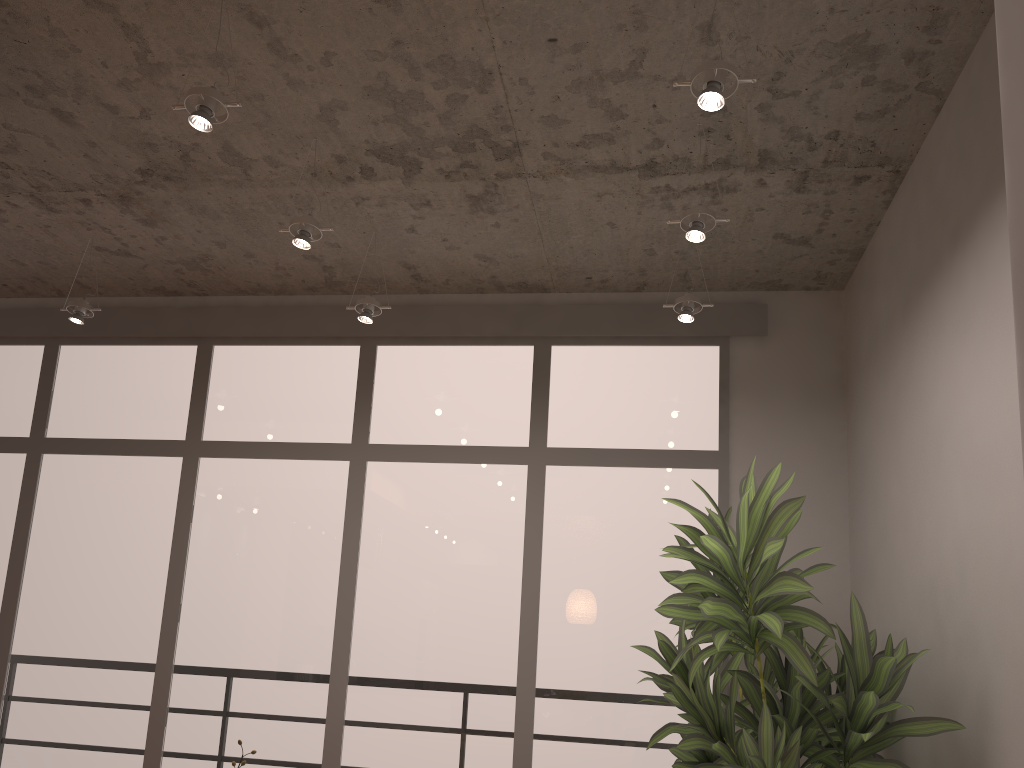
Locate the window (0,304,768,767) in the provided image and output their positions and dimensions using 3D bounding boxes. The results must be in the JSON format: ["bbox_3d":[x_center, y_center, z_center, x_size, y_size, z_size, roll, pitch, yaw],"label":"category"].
[{"bbox_3d":[-2.926,1.115,5.181,8.567,3.217,0.063,1,-12,9],"label":"window"}]

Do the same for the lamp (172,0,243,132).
[{"bbox_3d":[-0.934,-1.021,2.763,0.199,0.473,0.136,8,-13,-23],"label":"lamp"}]

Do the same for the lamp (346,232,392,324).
[{"bbox_3d":[-0.692,-0.534,4.349,0.199,0.473,0.136,8,-13,-23],"label":"lamp"}]

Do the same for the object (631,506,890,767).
[{"bbox_3d":[1.096,1.535,3.716,1.086,2.063,0.981,-3,-14,27],"label":"object"}]

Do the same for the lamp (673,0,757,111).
[{"bbox_3d":[0.578,-1.009,2.514,0.199,0.473,0.136,8,-13,-23],"label":"lamp"}]

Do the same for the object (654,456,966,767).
[{"bbox_3d":[1.010,1.334,3.060,0.970,2.063,1.098,-2,-14,22],"label":"object"}]

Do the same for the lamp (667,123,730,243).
[{"bbox_3d":[0.699,-0.766,3.307,0.199,0.473,0.136,8,-13,-23],"label":"lamp"}]

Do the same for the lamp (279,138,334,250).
[{"bbox_3d":[-0.813,-0.777,3.556,0.199,0.473,0.136,8,-13,-23],"label":"lamp"}]

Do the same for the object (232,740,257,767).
[{"bbox_3d":[-0.606,1.101,1.931,0.298,0.578,0.378,2,-13,4],"label":"object"}]

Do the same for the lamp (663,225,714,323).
[{"bbox_3d":[0.820,-0.522,4.100,0.199,0.473,0.136,8,-13,-23],"label":"lamp"}]

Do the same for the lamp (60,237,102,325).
[{"bbox_3d":[-2.223,-0.545,4.601,0.199,0.473,0.136,8,-13,-23],"label":"lamp"}]
